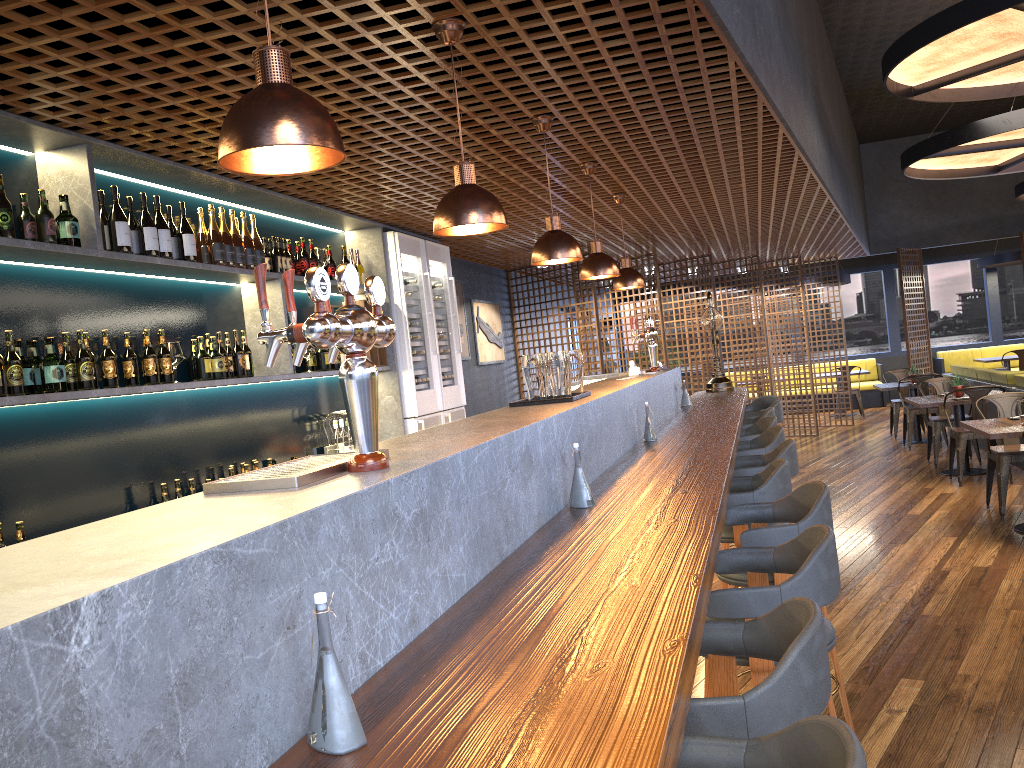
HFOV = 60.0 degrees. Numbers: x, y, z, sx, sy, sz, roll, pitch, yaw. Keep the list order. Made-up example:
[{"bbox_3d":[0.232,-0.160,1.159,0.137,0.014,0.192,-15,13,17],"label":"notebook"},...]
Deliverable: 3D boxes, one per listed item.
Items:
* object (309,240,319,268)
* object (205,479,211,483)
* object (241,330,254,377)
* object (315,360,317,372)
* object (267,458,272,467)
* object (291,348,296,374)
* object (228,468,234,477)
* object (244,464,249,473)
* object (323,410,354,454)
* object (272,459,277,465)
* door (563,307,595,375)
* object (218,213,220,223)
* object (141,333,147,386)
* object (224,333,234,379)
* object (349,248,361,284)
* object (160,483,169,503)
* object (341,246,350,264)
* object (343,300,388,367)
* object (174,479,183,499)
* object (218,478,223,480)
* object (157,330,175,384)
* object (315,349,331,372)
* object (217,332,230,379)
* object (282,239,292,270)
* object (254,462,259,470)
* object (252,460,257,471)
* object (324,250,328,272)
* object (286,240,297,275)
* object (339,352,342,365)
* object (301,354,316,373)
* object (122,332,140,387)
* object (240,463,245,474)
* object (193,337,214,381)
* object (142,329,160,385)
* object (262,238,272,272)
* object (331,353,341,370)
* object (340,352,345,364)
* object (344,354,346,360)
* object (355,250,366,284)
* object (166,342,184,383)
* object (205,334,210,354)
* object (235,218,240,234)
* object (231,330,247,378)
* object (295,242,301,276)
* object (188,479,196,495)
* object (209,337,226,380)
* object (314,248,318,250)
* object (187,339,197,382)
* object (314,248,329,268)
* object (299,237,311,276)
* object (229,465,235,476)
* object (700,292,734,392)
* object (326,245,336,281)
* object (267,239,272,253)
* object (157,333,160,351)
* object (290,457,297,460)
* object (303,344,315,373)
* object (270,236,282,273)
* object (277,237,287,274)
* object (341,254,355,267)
[{"bbox_3d":[-1.255,-0.782,5.587,0.063,0.254,0.063,-6,1,-12],"label":"object"},{"bbox_3d":[-1.540,0.593,4.526,0.068,0.217,0.068,-6,1,21],"label":"object"},{"bbox_3d":[-1.431,-0.161,4.765,0.063,0.254,0.063,-6,1,23],"label":"object"},{"bbox_3d":[-1.305,-0.197,5.739,0.063,0.254,0.063,-7,1,-21],"label":"object"},{"bbox_3d":[-1.342,0.544,4.957,0.063,0.254,0.063,-6,1,3],"label":"object"},{"bbox_3d":[-1.351,-0.196,5.324,0.079,0.281,0.079,-6,1,-5],"label":"object"},{"bbox_3d":[-1.454,0.564,4.630,0.063,0.254,0.063,-5,2,44],"label":"object"},{"bbox_3d":[-1.410,0.556,4.747,0.063,0.254,0.063,-6,1,-12],"label":"object"},{"bbox_3d":[-1.122,0.375,5.969,0.204,0.492,0.310,-6,1,16],"label":"object"},{"bbox_3d":[-1.400,0.558,5.243,0.088,0.224,0.088,-7,1,-15],"label":"object"},{"bbox_3d":[1.231,-0.102,14.776,0.052,2.386,2.441,-6,1,16],"label":"door"},{"bbox_3d":[-1.568,-0.769,4.835,0.084,0.330,0.084,-6,1,23],"label":"object"},{"bbox_3d":[-1.713,-0.116,4.173,0.063,0.254,0.063,-6,1,-12],"label":"object"},{"bbox_3d":[-1.531,-0.151,4.804,0.063,0.254,0.063,-6,1,-12],"label":"object"},{"bbox_3d":[-1.131,-0.826,6.319,0.079,0.281,0.079,-6,1,25],"label":"object"},{"bbox_3d":[-1.624,0.593,4.168,0.063,0.254,0.063,-5,2,44],"label":"object"},{"bbox_3d":[-1.123,-0.805,5.985,0.063,0.254,0.063,-5,2,44],"label":"object"},{"bbox_3d":[-1.047,-0.352,6.342,0.161,0.475,0.300,-6,1,15],"label":"object"},{"bbox_3d":[-1.614,0.589,4.309,0.063,0.254,0.063,-7,2,-36],"label":"object"},{"bbox_3d":[-1.464,0.586,4.497,0.068,0.217,0.068,-6,1,11],"label":"object"},{"bbox_3d":[-1.614,-0.125,4.118,0.063,0.254,0.063,-7,2,-37],"label":"object"},{"bbox_3d":[-1.195,-0.190,5.579,0.088,0.224,0.088,-7,1,-15],"label":"object"},{"bbox_3d":[-1.531,-0.148,4.676,0.063,0.254,0.063,-5,2,44],"label":"object"},{"bbox_3d":[-1.344,-0.751,5.275,0.056,0.227,0.056,-6,1,3],"label":"object"},{"bbox_3d":[-1.384,0.551,4.842,0.063,0.254,0.063,-7,2,-27],"label":"object"},{"bbox_3d":[-1.436,0.553,4.988,0.063,0.254,0.063,-6,1,-2],"label":"object"},{"bbox_3d":[-1.264,-0.793,6.094,0.063,0.254,0.063,-6,1,24],"label":"object"},{"bbox_3d":[-1.375,-0.767,5.500,0.063,0.254,0.063,-7,1,-22],"label":"object"},{"bbox_3d":[-1.164,-0.215,5.839,0.063,0.254,0.063,-7,1,-21],"label":"object"},{"bbox_3d":[-1.296,-0.181,5.624,0.088,0.224,0.088,-6,1,10],"label":"object"},{"bbox_3d":[-1.746,-0.109,4.053,0.063,0.254,0.063,-6,1,3],"label":"object"},{"bbox_3d":[-1.464,0.559,4.864,0.063,0.254,0.063,-6,1,-12],"label":"object"},{"bbox_3d":[-1.555,-0.125,4.449,0.088,0.224,0.088,-7,1,-15],"label":"object"},{"bbox_3d":[-1.641,-0.120,4.021,0.063,0.254,0.063,-6,1,-12],"label":"object"},{"bbox_3d":[-1.435,-0.738,5.174,0.056,0.227,0.056,-6,1,18],"label":"object"},{"bbox_3d":[-1.144,-0.214,5.708,0.063,0.254,0.063,-6,1,19],"label":"object"},{"bbox_3d":[-1.173,-0.232,5.966,0.079,0.281,0.079,-6,1,-10],"label":"object"},{"bbox_3d":[-1.147,-0.237,6.057,0.079,0.281,0.079,-6,1,10],"label":"object"},{"bbox_3d":[-1.106,-0.831,6.410,0.079,0.281,0.079,-7,1,-15],"label":"object"},{"bbox_3d":[-1.680,-0.101,4.406,0.097,0.206,0.097,-7,2,-43],"label":"object"},{"bbox_3d":[-1.606,-0.141,4.715,0.063,0.254,0.063,-5,2,43],"label":"object"},{"bbox_3d":[-1.549,-0.776,5.026,0.084,0.330,0.084,-6,1,23],"label":"object"},{"bbox_3d":[-1.438,-0.157,4.651,0.063,0.254,0.063,-6,1,9],"label":"object"},{"bbox_3d":[-1.345,-0.773,5.611,0.063,0.254,0.063,-6,1,3],"label":"object"},{"bbox_3d":[-1.523,0.580,4.249,0.063,0.254,0.063,-6,1,24],"label":"object"},{"bbox_3d":[-1.526,-0.130,4.552,0.088,0.224,0.088,-5,2,30],"label":"object"},{"bbox_3d":[-1.302,-0.785,5.945,0.063,0.254,0.063,-5,2,44],"label":"object"},{"bbox_3d":[-1.634,-0.119,4.584,0.088,0.224,0.088,-6,1,10],"label":"object"},{"bbox_3d":[-1.224,-0.764,5.707,0.097,0.206,0.097,-7,1,-16],"label":"object"},{"bbox_3d":[-1.280,-0.776,5.467,0.063,0.254,0.063,-6,1,13],"label":"object"},{"bbox_3d":[-1.497,0.565,4.773,0.063,0.254,0.063,-7,1,-22],"label":"object"},{"bbox_3d":[1.939,-0.403,8.458,0.263,0.944,0.566,-6,1,8],"label":"object"},{"bbox_3d":[-1.207,-0.795,5.910,0.063,0.254,0.063,-7,2,-32],"label":"object"},{"bbox_3d":[-1.418,-0.742,5.231,0.056,0.227,0.056,-7,1,-22],"label":"object"},{"bbox_3d":[-1.688,-0.121,4.290,0.063,0.254,0.063,-7,2,-26],"label":"object"},{"bbox_3d":[-1.284,0.545,5.260,0.088,0.224,0.088,-6,1,10],"label":"object"},{"bbox_3d":[-1.257,-0.172,5.450,0.097,0.206,0.097,-7,1,-16],"label":"object"},{"bbox_3d":[-1.376,-0.744,5.157,0.056,0.227,0.056,-7,1,-22],"label":"object"},{"bbox_3d":[-1.360,-0.748,5.216,0.056,0.227,0.056,-6,1,-7],"label":"object"},{"bbox_3d":[-1.127,-0.785,6.115,0.097,0.206,0.097,-7,1,-16],"label":"object"}]
